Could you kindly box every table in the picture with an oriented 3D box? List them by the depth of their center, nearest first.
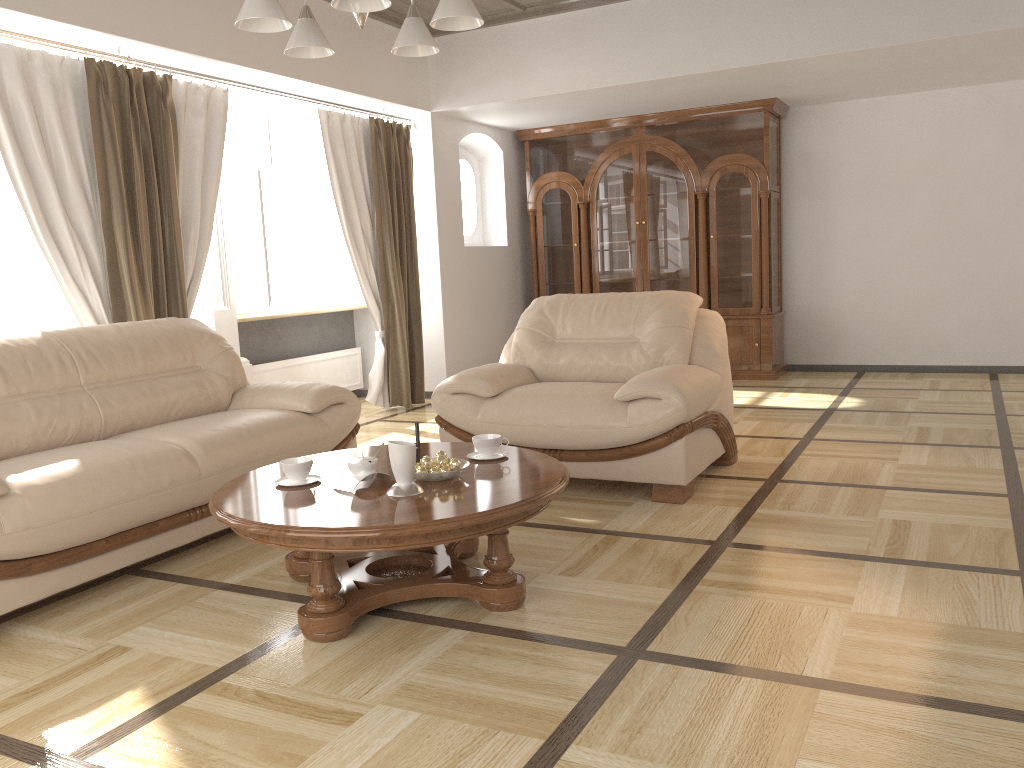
[{"bbox_3d":[-0.385,0.502,2.975,1.167,0.392,1.169,0,8,23],"label":"table"}]

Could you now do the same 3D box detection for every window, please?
[{"bbox_3d":[-2.523,-1.026,4.964,0.784,1.500,1.759,1,9,26],"label":"window"},{"bbox_3d":[-1.611,-1.306,6.710,0.782,1.500,1.653,1,9,27],"label":"window"},{"bbox_3d":[-0.465,-1.664,7.927,0.050,0.784,0.600,1,9,27],"label":"window"}]

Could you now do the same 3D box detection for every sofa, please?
[{"bbox_3d":[-1.649,0.226,3.595,1.051,0.900,2.135,1,9,27],"label":"sofa"},{"bbox_3d":[0.397,0.001,4.513,1.318,0.900,1.052,1,9,27],"label":"sofa"}]

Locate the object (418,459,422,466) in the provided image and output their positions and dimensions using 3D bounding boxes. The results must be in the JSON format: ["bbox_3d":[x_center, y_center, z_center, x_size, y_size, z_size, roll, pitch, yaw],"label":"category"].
[{"bbox_3d":[-0.318,0.264,2.954,0.040,0.040,0.038,-2,8,6],"label":"object"}]

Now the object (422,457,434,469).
[{"bbox_3d":[-0.273,0.258,2.879,0.038,0.039,0.040,-1,8,12],"label":"object"}]

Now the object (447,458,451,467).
[{"bbox_3d":[-0.218,0.267,2.972,0.040,0.039,0.039,3,10,38],"label":"object"}]

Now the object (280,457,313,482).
[{"bbox_3d":[-0.710,0.286,2.931,0.105,0.071,0.114,-5,8,-12],"label":"object"}]

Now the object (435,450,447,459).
[{"bbox_3d":[-0.236,0.242,2.948,0.038,0.044,0.038,2,9,33],"label":"object"}]

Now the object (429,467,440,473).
[{"bbox_3d":[-0.249,0.288,2.865,0.039,0.040,0.038,0,8,18],"label":"object"}]

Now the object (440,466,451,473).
[{"bbox_3d":[-0.213,0.282,2.853,0.039,0.039,0.041,-2,8,5],"label":"object"}]

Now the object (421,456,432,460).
[{"bbox_3d":[-0.288,0.260,2.978,0.039,0.039,0.041,-5,8,-13],"label":"object"}]

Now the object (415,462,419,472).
[{"bbox_3d":[-0.324,0.274,2.917,0.041,0.038,0.039,-5,8,-19],"label":"object"}]

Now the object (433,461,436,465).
[{"bbox_3d":[-0.257,0.277,2.960,0.040,0.038,0.039,-9,10,-38],"label":"object"}]

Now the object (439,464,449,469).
[{"bbox_3d":[-0.226,0.279,2.934,0.040,0.039,0.039,-1,8,17],"label":"object"}]

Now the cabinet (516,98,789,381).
[{"bbox_3d":[1.263,-1.226,8.071,2.360,2.298,0.587,1,9,27],"label":"cabinet"}]

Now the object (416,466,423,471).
[{"bbox_3d":[-0.296,0.287,2.892,0.038,0.040,0.040,-5,8,-12],"label":"object"}]

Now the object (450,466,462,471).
[{"bbox_3d":[-0.183,0.274,2.885,0.038,0.041,0.041,-1,8,12],"label":"object"}]

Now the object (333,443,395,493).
[{"bbox_3d":[-0.478,0.259,2.850,0.104,0.133,0.178,4,10,42],"label":"object"}]

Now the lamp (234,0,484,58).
[{"bbox_3d":[-0.480,-1.637,2.711,0.741,1.094,0.713,1,9,27],"label":"lamp"}]

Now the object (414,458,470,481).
[{"bbox_3d":[-0.250,0.286,2.912,0.227,0.039,0.227,-9,10,-37],"label":"object"}]

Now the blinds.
[{"bbox_3d":[-2.021,-0.611,4.673,0.285,2.294,5.765,1,9,27],"label":"blinds"}]

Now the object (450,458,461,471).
[{"bbox_3d":[-0.182,0.259,2.849,0.038,0.042,0.038,3,9,35],"label":"object"}]

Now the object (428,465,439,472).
[{"bbox_3d":[-0.256,0.284,2.907,0.039,0.038,0.041,-6,8,-20],"label":"object"}]

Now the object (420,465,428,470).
[{"bbox_3d":[-0.288,0.283,2.934,0.040,0.037,0.040,-9,10,-37],"label":"object"}]

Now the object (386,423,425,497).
[{"bbox_3d":[-0.335,0.229,2.727,0.119,0.210,0.119,-2,8,5],"label":"object"}]

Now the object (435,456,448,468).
[{"bbox_3d":[-0.229,0.252,2.872,0.037,0.041,0.040,-9,10,-39],"label":"object"}]

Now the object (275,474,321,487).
[{"bbox_3d":[-0.707,0.321,2.931,0.150,0.010,0.150,-1,8,13],"label":"object"}]

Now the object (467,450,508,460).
[{"bbox_3d":[-0.087,0.258,3.176,0.150,0.010,0.150,-1,8,17],"label":"object"}]

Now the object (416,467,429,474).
[{"bbox_3d":[-0.288,0.286,2.854,0.041,0.040,0.037,4,10,40],"label":"object"}]

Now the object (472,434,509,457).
[{"bbox_3d":[-0.085,0.223,3.168,0.114,0.071,0.105,4,10,42],"label":"object"}]
